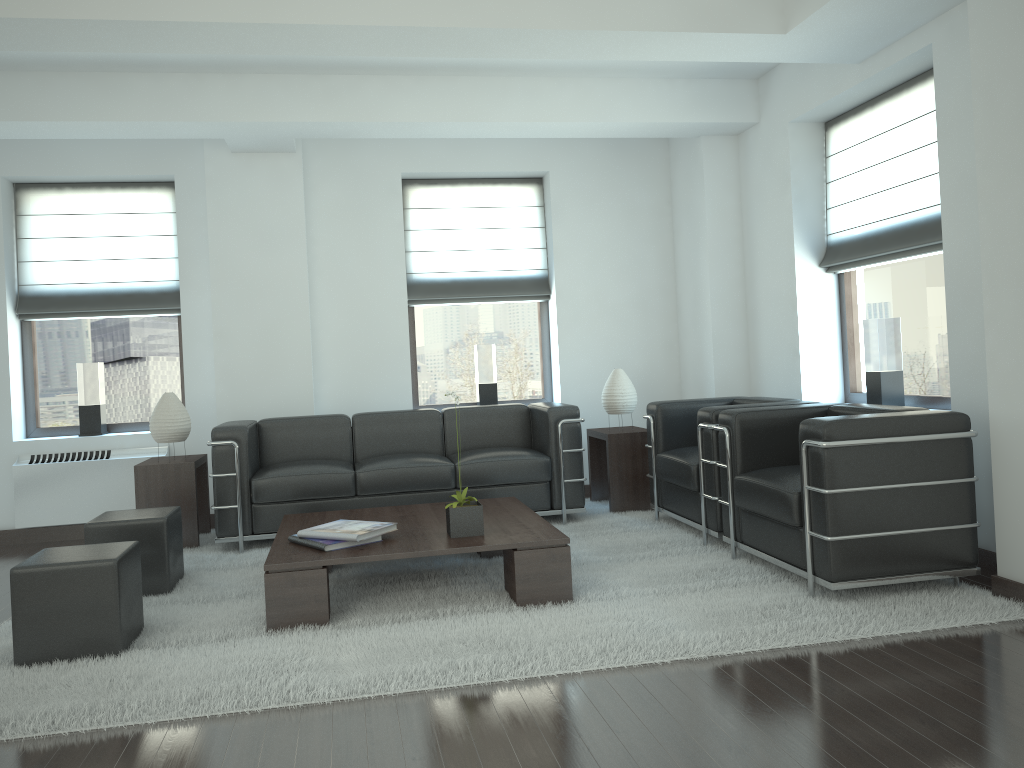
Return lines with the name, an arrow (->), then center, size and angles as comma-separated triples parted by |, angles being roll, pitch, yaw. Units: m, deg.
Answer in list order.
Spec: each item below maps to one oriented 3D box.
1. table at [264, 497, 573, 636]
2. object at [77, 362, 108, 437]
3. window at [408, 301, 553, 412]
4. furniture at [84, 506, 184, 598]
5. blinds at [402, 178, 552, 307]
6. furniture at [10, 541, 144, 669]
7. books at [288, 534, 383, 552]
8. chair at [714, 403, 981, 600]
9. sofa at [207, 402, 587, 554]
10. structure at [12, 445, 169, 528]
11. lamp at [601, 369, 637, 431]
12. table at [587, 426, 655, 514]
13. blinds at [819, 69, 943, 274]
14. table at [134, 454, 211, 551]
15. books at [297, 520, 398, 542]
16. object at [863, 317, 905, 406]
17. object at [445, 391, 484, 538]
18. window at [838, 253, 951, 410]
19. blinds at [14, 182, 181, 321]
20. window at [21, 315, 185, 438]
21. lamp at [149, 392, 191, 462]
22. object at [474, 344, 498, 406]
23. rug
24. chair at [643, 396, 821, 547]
table -> -0.740, 1.262, 6.549 | 1.936, 0.441, 1.921 | -3, 1, -11
object -> -4.488, 0.160, 9.470 | 0.239, 0.776, 0.243 | -3, 0, -11
window -> -0.422, -1.050, 10.502 | 1.701, 2.732, 0.146 | -3, 0, -11
furniture -> -2.864, 1.279, 6.764 | 0.588, 0.579, 0.602 | -3, 1, -11
blinds -> -0.417, -1.675, 10.350 | 1.686, 1.477, 0.222 | -3, 0, -11
furniture -> -2.590, 1.303, 5.328 | 0.588, 0.579, 0.602 | -3, 1, -11
books -> -1.210, 1.055, 6.061 | 0.446, 0.045, 0.518 | -4, 2, -40
chair -> 2.253, 0.759, 6.232 | 1.124, 1.170, 1.646 | -3, 1, -11
sofa -> -1.072, 0.860, 8.657 | 3.477, 1.170, 1.123 | -3, 1, -11
structure -> -4.322, 1.051, 9.161 | 1.462, 0.726, 0.193 | -3, 0, -11
lamp -> 1.122, 0.160, 9.260 | 0.374, 0.655, 0.375 | -3, 0, 18
table -> 1.164, 0.903, 9.317 | 0.526, 0.845, 0.786 | -3, 1, -11
blinds -> 3.238, -1.783, 7.555 | 0.222, 1.476, 2.123 | -3, 1, -11
table -> -3.228, 1.145, 8.479 | 0.526, 0.845, 0.786 | -3, 1, -11
books -> -1.124, 1.005, 6.083 | 0.518, 0.045, 0.446 | -2, 2, 30
object -> 3.170, -0.172, 7.561 | 0.239, 0.776, 0.243 | -3, 0, -11
object -> -0.362, 0.538, 6.133 | 0.252, 0.992, 0.335 | -3, 0, -11
window -> 3.434, -1.165, 7.585 | 0.146, 2.732, 2.131 | -3, 0, -11
blinds -> -4.444, -1.453, 9.581 | 1.686, 1.477, 0.222 | -3, 0, -11
window -> -4.450, -0.828, 9.733 | 1.701, 2.732, 0.146 | -3, 0, -11
lamp -> -3.246, 0.400, 8.425 | 0.374, 0.655, 0.374 | -3, 0, -7
object -> -0.301, -0.070, 10.269 | 0.239, 0.776, 0.243 | -3, 0, -11
rug -> -0.461, 1.425, 7.030 | 6.254, 0.110, 5.168 | -3, 2, -11
chair -> 1.945, 0.730, 7.888 | 1.124, 1.170, 1.646 | -3, 1, -11
